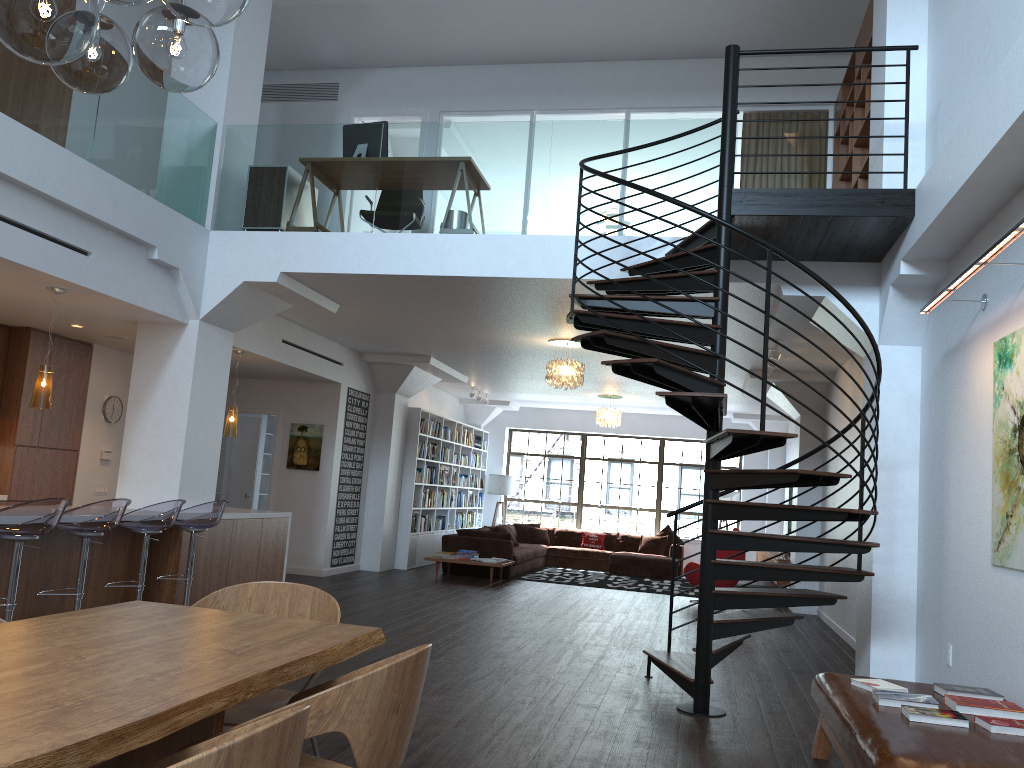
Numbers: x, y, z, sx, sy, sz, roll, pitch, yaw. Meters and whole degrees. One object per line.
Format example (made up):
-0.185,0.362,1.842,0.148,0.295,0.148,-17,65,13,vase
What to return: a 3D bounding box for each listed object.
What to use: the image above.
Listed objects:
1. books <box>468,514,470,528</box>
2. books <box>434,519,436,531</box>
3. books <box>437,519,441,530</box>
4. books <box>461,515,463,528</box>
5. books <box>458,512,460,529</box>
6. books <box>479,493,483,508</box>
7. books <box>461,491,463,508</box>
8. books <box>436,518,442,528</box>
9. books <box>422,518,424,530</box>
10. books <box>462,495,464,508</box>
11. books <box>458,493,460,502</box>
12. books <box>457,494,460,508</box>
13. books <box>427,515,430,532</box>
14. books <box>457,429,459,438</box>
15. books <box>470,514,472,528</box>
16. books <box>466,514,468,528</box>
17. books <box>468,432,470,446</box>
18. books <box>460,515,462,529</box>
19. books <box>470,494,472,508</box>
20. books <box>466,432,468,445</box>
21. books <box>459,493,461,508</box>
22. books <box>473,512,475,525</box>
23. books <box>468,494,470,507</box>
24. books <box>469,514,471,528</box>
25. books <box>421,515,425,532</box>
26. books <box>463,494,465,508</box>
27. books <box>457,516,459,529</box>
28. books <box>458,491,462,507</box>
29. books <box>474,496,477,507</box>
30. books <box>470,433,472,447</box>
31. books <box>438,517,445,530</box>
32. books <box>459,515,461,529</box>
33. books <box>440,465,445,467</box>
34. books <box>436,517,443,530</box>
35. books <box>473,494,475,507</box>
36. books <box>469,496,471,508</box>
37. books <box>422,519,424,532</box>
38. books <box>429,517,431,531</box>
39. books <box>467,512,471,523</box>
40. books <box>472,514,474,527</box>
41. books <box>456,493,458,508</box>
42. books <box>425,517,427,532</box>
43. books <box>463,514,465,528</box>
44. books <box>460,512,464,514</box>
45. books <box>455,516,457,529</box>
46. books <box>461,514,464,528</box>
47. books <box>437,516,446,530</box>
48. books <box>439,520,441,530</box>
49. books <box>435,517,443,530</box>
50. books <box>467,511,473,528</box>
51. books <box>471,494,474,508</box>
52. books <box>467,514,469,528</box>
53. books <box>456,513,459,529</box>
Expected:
-0.886,2.572,16.687,0.160,0.250,0.027,3,-7,12,books
-1.330,2.306,14.572,0.136,0.196,0.045,3,-7,12,books
-1.256,2.360,14.889,0.128,0.178,0.021,3,-7,12,books
-0.999,2.504,16.159,0.174,0.240,0.045,3,-7,12,books
-1.033,2.453,15.968,0.176,0.290,0.053,3,-7,12,books
-0.674,2.295,17.568,0.176,0.290,0.053,3,-7,12,books
-0.987,2.092,16.116,0.176,0.293,0.125,3,-7,12,books
-1.252,2.358,14.919,0.139,0.191,0.036,3,-7,12,books
-1.474,2.198,13.888,0.161,0.223,0.033,3,-7,12,books
-0.965,2.128,16.197,0.174,0.242,0.105,3,-7,12,books
-1.030,2.081,15.906,0.182,0.255,0.077,3,-7,12,books
-1.032,2.082,15.865,0.174,0.243,0.085,3,-7,12,books
-1.411,2.225,14.188,0.183,0.253,0.042,3,-7,12,books
-1.025,0.925,15.691,0.160,0.251,0.031,3,-7,12,books
-0.856,2.594,16.835,0.189,0.247,0.057,3,-7,12,books
-0.918,2.550,16.543,0.183,0.253,0.036,3,-7,12,books
-0.881,1.016,16.359,0.183,0.253,0.034,3,-7,12,books
-1.008,2.491,16.083,0.171,0.246,0.057,3,-7,12,books
-0.851,2.204,16.765,0.171,0.246,0.036,3,-7,12,books
-0.896,1.008,16.278,0.171,0.246,0.057,3,-7,12,books
-1.010,2.090,15.949,0.182,0.253,0.098,3,-7,12,books
-0.803,2.609,17.100,0.176,0.290,0.053,3,-7,12,books
-0.880,2.178,16.596,0.174,0.251,0.051,3,-7,12,books
-0.877,2.574,16.718,0.183,0.253,0.037,3,-7,12,books
-1.464,2.191,13.957,0.183,0.253,0.042,3,-7,12,books
-0.957,2.131,16.249,0.170,0.251,0.118,3,-7,12,books
-1.041,2.464,15.902,0.160,0.250,0.026,3,-7,12,books
-1.004,2.085,16.056,0.197,0.290,0.136,3,-7,12,books
-0.782,2.261,17.098,0.168,0.228,0.139,3,-7,12,books
-0.843,1.038,16.522,0.183,0.253,0.034,3,-7,12,books
-1.224,2.371,15.057,0.146,0.202,0.027,3,-7,12,books
-1.025,2.477,16.008,0.183,0.253,0.034,3,-7,12,books
-1.238,1.361,14.751,0.223,0.027,0.161,2,-7,22,books
-1.237,2.360,14.977,0.146,0.202,0.027,3,-7,12,books
-0.806,2.232,16.980,0.160,0.251,0.039,3,-7,12,books
-0.863,2.202,16.662,0.161,0.223,0.030,3,-7,12,books
-1.463,2.212,13.917,0.161,0.223,0.030,3,-7,12,books
-1.394,2.246,14.274,0.174,0.236,0.142,3,-7,12,books
-0.880,2.567,16.780,0.198,0.284,0.066,3,-7,12,books
-0.819,2.620,17.016,0.171,0.246,0.057,3,-7,12,books
-1.054,2.063,15.767,0.182,0.255,0.077,3,-7,12,books
-1.440,2.209,14.066,0.160,0.251,0.039,3,-7,12,books
-0.970,2.512,16.278,0.180,0.259,0.060,3,-7,12,books
-0.980,2.490,16.233,0.176,0.290,0.036,3,-7,12,books
-1.071,2.460,15.775,0.161,0.223,0.026,3,-7,12,books
-0.979,2.504,16.195,0.183,0.253,0.034,3,-7,12,books
-1.210,2.368,15.142,0.140,0.231,0.042,3,-7,12,books
-1.262,2.359,14.863,0.126,0.173,0.032,3,-7,12,books
-1.250,2.356,14.952,0.146,0.202,0.027,3,-7,12,books
-0.827,2.577,16.883,0.140,0.298,0.044,3,-7,12,books
-0.826,2.217,16.882,0.183,0.253,0.042,3,-7,12,books
-0.906,2.555,16.576,0.183,0.253,0.037,3,-7,12,books
-1.064,2.441,15.862,0.198,0.284,0.066,3,-7,12,books
